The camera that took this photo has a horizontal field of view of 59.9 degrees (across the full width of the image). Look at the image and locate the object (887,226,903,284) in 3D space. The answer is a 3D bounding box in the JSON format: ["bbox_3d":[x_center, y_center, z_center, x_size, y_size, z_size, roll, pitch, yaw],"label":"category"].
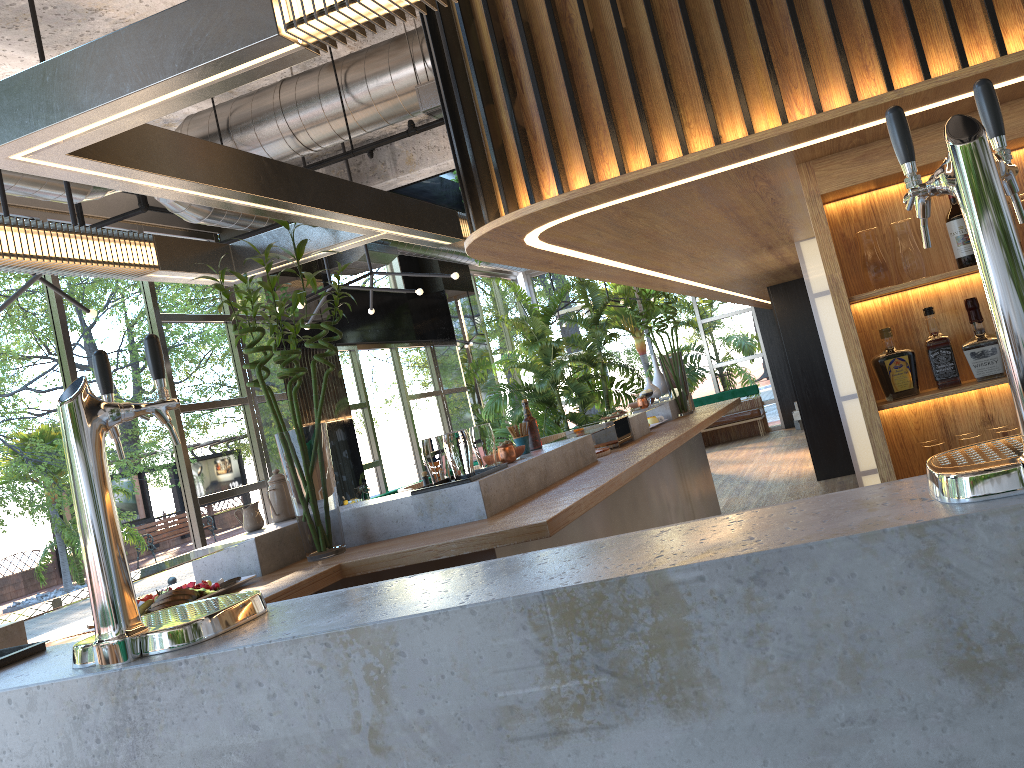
[{"bbox_3d":[1.385,-0.461,3.121,0.111,0.210,0.099,-11,-5,-36],"label":"object"}]

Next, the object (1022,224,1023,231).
[{"bbox_3d":[1.738,-0.493,2.924,0.087,0.092,0.090,-14,-3,9],"label":"object"}]

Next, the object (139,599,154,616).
[{"bbox_3d":[-1.250,0.760,2.945,0.147,0.066,0.099,-14,-3,15],"label":"object"}]

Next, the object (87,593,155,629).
[{"bbox_3d":[-1.294,0.775,3.037,0.190,0.065,0.271,-14,-2,7],"label":"object"}]

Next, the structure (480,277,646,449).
[{"bbox_3d":[0.765,-0.061,12.809,2.419,3.445,2.679,-14,-3,4],"label":"structure"}]

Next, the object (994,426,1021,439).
[{"bbox_3d":[1.657,0.250,2.926,0.111,0.210,0.099,-11,-5,-36],"label":"object"}]

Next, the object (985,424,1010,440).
[{"bbox_3d":[1.687,0.246,3.036,0.111,0.210,0.099,-11,-5,-36],"label":"object"}]

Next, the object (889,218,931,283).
[{"bbox_3d":[1.355,-0.456,3.032,0.111,0.210,0.099,-11,-5,-36],"label":"object"}]

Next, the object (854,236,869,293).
[{"bbox_3d":[1.283,-0.435,3.164,0.111,0.210,0.099,-11,-5,-36],"label":"object"}]

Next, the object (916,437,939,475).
[{"bbox_3d":[1.483,0.298,3.115,0.111,0.210,0.099,-11,-5,-36],"label":"object"}]

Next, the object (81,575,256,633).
[{"bbox_3d":[-1.180,0.771,3.105,0.323,0.025,0.509,-14,-2,20],"label":"object"}]

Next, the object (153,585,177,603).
[{"bbox_3d":[-1.190,0.725,3.029,0.069,0.062,0.086,-14,-3,10],"label":"object"}]

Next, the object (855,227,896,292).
[{"bbox_3d":[1.246,-0.429,3.054,0.111,0.210,0.099,-11,-5,-36],"label":"object"}]

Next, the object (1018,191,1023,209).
[{"bbox_3d":[1.761,-0.612,3.024,0.093,0.092,0.084,-11,-4,-36],"label":"object"}]

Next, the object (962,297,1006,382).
[{"bbox_3d":[1.585,-0.155,2.999,0.117,0.280,0.129,-16,-5,32],"label":"object"}]

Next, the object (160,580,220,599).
[{"bbox_3d":[-1.126,0.731,3.111,0.177,0.081,0.138,-14,-2,11],"label":"object"}]

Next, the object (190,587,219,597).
[{"bbox_3d":[-1.168,0.746,3.120,0.296,0.061,0.417,-14,-2,-4],"label":"object"}]

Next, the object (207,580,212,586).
[{"bbox_3d":[-1.128,0.746,3.199,0.095,0.052,0.123,-13,-2,-22],"label":"object"}]

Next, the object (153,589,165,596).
[{"bbox_3d":[-1.214,0.753,3.127,0.128,0.071,0.112,-14,-2,10],"label":"object"}]

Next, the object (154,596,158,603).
[{"bbox_3d":[-1.176,0.742,3.042,0.088,0.065,0.138,-15,-2,28],"label":"object"}]

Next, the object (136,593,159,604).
[{"bbox_3d":[-1.245,0.740,3.047,0.101,0.066,0.070,-13,-3,-23],"label":"object"}]

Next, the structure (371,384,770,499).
[{"bbox_3d":[-0.127,0.886,5.869,5.841,1.554,20.707,-14,-2,21],"label":"structure"}]

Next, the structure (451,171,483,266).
[{"bbox_3d":[0.249,-2.474,11.433,1.489,1.521,2.050,-11,-4,-42],"label":"structure"}]

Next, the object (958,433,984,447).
[{"bbox_3d":[1.558,0.276,2.968,0.111,0.210,0.099,-11,-5,-36],"label":"object"}]

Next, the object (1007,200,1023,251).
[{"bbox_3d":[1.625,-0.567,2.968,0.090,0.299,0.082,-12,-5,-22],"label":"object"}]

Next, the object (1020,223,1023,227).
[{"bbox_3d":[1.766,-0.593,3.022,0.086,0.092,0.092,-15,-3,22],"label":"object"}]

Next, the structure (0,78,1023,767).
[{"bbox_3d":[1.689,0.305,4.376,5.664,1.736,7.335,-14,-2,19],"label":"structure"}]

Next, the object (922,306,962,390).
[{"bbox_3d":[1.464,-0.127,3.049,0.081,0.283,0.085,-15,-5,19],"label":"object"}]

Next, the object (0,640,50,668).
[{"bbox_3d":[-1.166,0.579,1.705,0.424,0.019,0.280,-14,-2,18],"label":"object"}]

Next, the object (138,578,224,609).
[{"bbox_3d":[-1.160,0.741,3.121,0.086,0.059,0.349,-15,-2,33],"label":"object"}]

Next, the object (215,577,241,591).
[{"bbox_3d":[-1.037,0.727,3.201,0.116,0.035,0.175,-14,-2,0],"label":"object"}]

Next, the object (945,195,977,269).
[{"bbox_3d":[1.526,-0.542,3.023,0.090,0.300,0.082,-12,-5,-22],"label":"object"}]

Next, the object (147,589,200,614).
[{"bbox_3d":[-1.142,0.728,2.975,0.129,0.074,0.204,-15,-2,20],"label":"object"}]

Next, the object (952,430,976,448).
[{"bbox_3d":[1.592,0.270,3.075,0.111,0.210,0.099,-11,-5,-36],"label":"object"}]

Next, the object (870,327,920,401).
[{"bbox_3d":[1.329,-0.074,3.089,0.150,0.249,0.095,-14,-4,6],"label":"object"}]
